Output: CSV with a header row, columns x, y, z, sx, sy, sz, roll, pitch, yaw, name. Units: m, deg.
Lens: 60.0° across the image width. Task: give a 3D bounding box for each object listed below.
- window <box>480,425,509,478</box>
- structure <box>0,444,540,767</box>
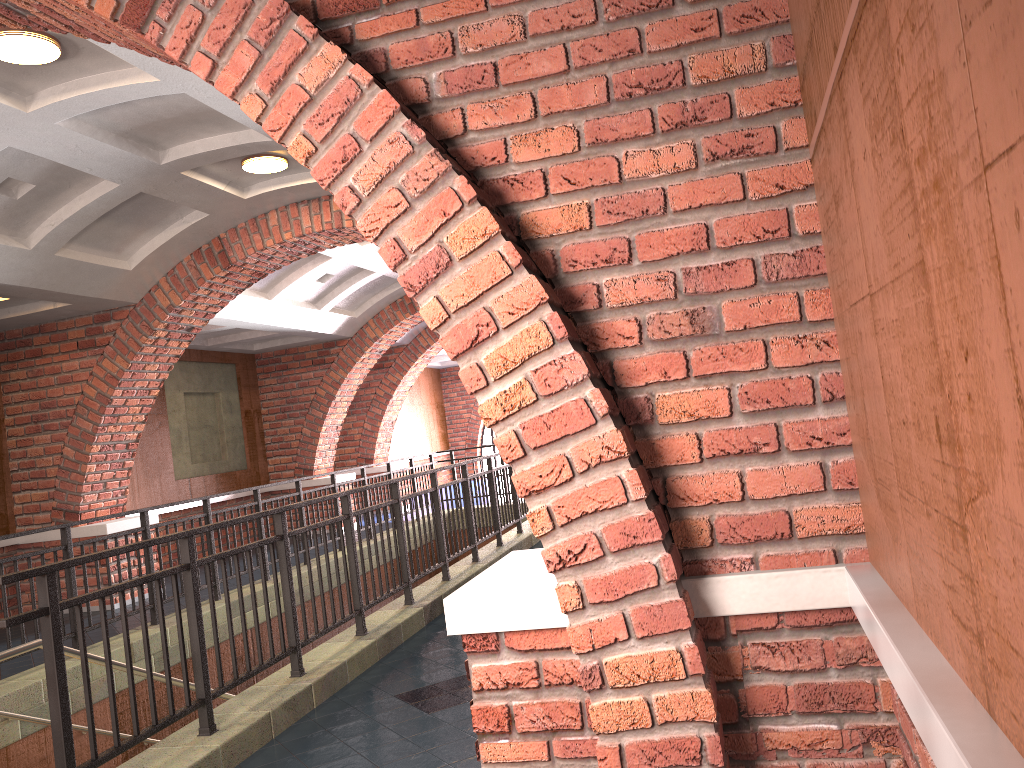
x,y,z,sx,sy,sz,roll,pitch,yaw,name
2.056,0.383,22.686,6.353,3.471,0.100,-8,-3,14,window
-1.081,3.669,8.446,2.464,5.665,11.176,-8,-3,14,structure
